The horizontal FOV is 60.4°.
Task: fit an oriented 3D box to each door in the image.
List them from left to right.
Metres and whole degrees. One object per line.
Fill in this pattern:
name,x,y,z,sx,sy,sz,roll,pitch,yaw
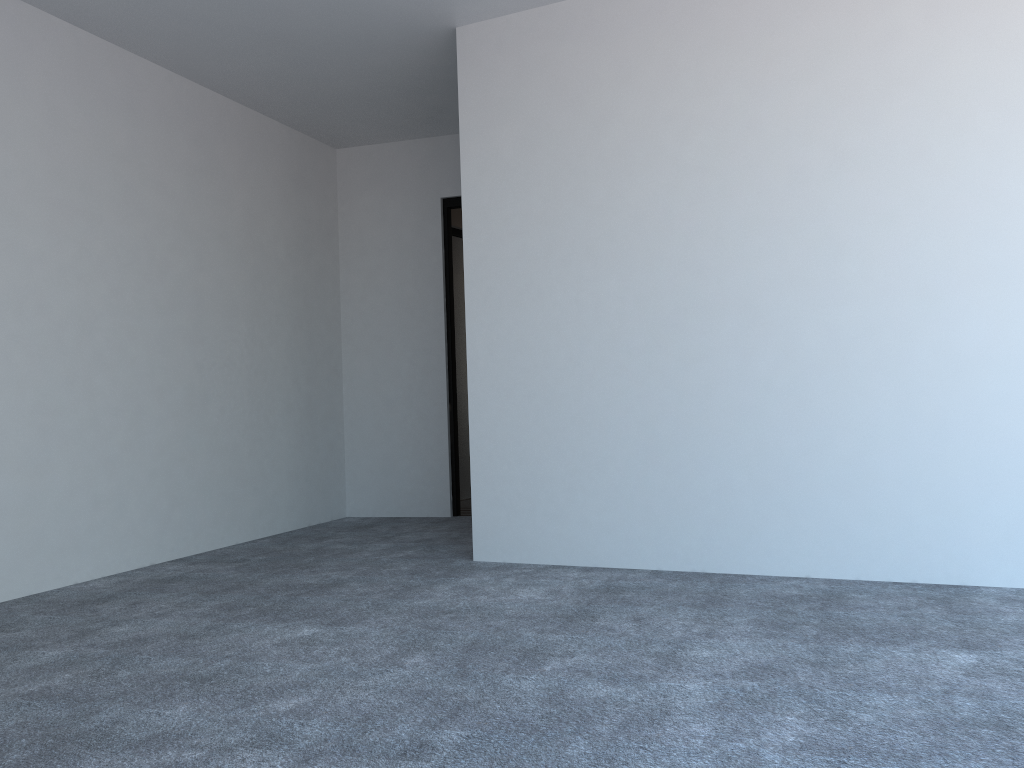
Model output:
door,-0.293,-0.155,7.001,0.147,2.093,1.046,-3,-2,30
door,-0.113,-0.203,5.242,0.970,2.093,1.009,-2,-2,19
